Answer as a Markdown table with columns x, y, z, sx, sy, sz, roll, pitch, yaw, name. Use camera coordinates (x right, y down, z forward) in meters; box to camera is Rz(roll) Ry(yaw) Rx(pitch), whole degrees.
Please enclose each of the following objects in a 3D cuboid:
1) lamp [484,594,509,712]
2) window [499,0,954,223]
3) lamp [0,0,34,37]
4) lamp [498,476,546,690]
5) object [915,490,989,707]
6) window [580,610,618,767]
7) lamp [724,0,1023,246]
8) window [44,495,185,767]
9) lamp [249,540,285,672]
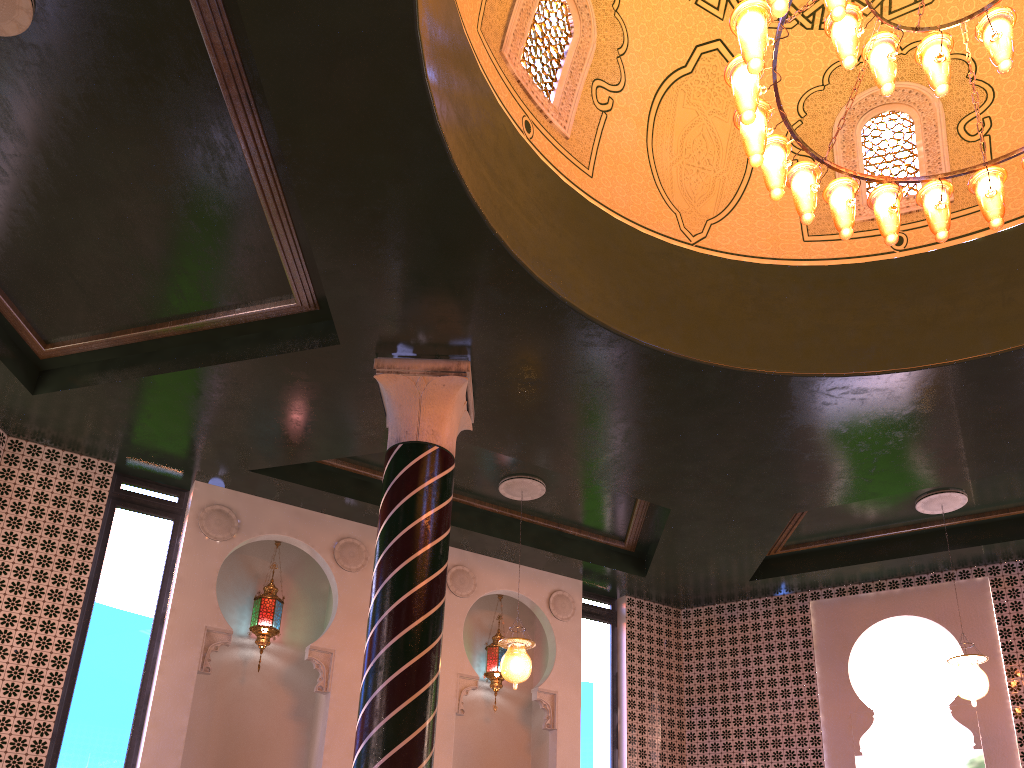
| x | y | z | sx | sy | sz | roll | pitch | yaw | name |
| --- | --- | --- | --- | --- | --- | --- | --- | --- | --- |
| -0.178 | 3.354 | 10.831 | 0.325 | 1.438 | 0.391 | -3 | -25 | 13 | lamp |
| 2.314 | -3.474 | 5.242 | 5.666 | 1.077 | 6.126 | -19 | -38 | 31 | window |
| -2.864 | -1.139 | 4.151 | 0.521 | 2.131 | 0.562 | 7 | -24 | -9 | lamp |
| 0.068 | 2.114 | 9.145 | 0.521 | 2.131 | 0.562 | 7 | -24 | -9 | lamp |
| 4.667 | 2.256 | 9.063 | 0.521 | 2.131 | 0.562 | 7 | -24 | -9 | object |
| 1.021 | 4.791 | 10.974 | 0.794 | 3.677 | 0.096 | 16 | -27 | -28 | window |
| 2.441 | -3.475 | 5.132 | 2.471 | 4.234 | 2.695 | -1 | -26 | 8 | lamp |
| -3.937 | 2.970 | 8.401 | 0.794 | 3.677 | 0.096 | 16 | -27 | -28 | window |
| -2.681 | 2.423 | 9.513 | 0.331 | 1.438 | 0.385 | 13 | -26 | -23 | lamp |
